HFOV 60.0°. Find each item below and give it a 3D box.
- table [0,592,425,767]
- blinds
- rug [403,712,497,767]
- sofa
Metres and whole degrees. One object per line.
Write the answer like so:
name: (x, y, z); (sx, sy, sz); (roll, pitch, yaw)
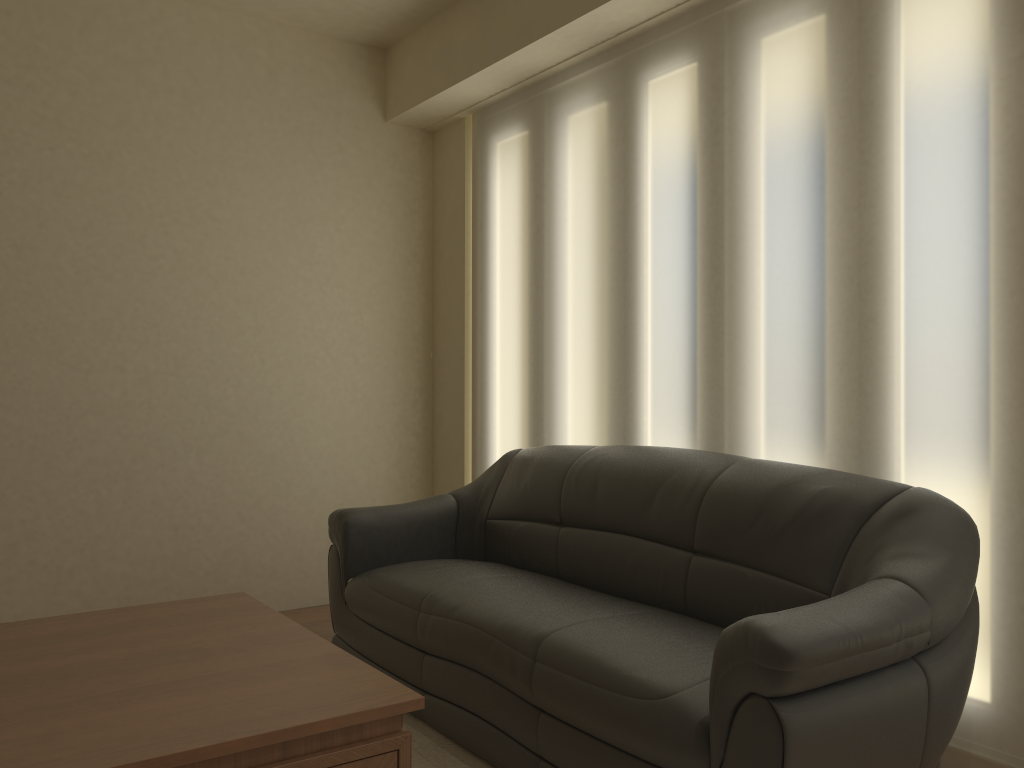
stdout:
table: (-0.947, 0.904, 2.059); (1.045, 0.482, 1.213); (0, 0, -35)
blinds: (0.617, -0.214, 3.476); (0.002, 2.453, 2.830); (0, 0, -35)
rug: (-0.593, 1.143, 1.856); (2.482, 0.011, 3.592); (0, 0, -35)
sofa: (0.249, 0.684, 2.975); (0.944, 0.918, 2.337); (0, 0, -35)
